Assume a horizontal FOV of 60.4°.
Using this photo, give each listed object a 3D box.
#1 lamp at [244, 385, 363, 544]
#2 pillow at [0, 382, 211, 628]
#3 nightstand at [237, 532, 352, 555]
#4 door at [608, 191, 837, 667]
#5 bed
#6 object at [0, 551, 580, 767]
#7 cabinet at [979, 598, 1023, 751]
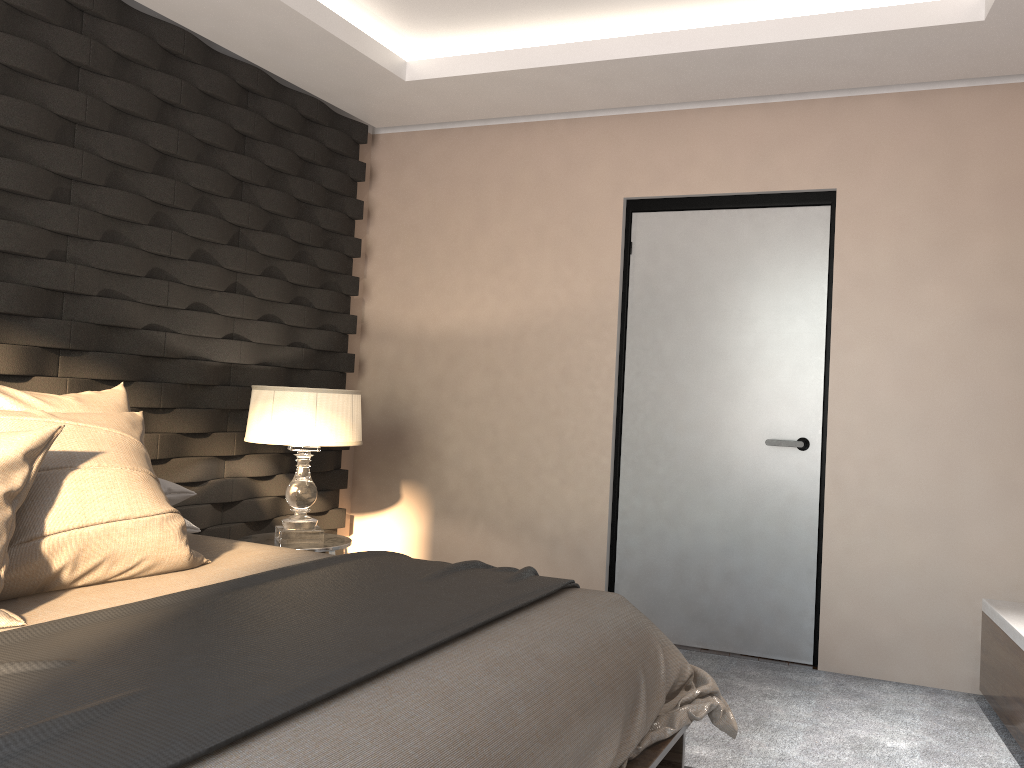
[{"bbox_3d":[-0.866,0.332,3.647,0.479,0.631,0.452,3,-2,-14],"label":"lamp"},{"bbox_3d":[-1.196,0.203,2.085,0.864,0.519,1.308,2,-1,26],"label":"pillow"},{"bbox_3d":[-0.913,0.880,3.626,0.650,0.472,0.592,4,-2,-28],"label":"nightstand"},{"bbox_3d":[0.960,0.171,4.074,0.962,2.094,0.160,2,-2,22],"label":"door"},{"bbox_3d":[-0.855,0.776,1.966,2.207,0.624,2.378,2,-1,24],"label":"bed"},{"bbox_3d":[-0.439,0.615,1.812,0.595,0.322,2.129,2,-1,25],"label":"object"},{"bbox_3d":[1.429,0.986,1.282,0.439,0.370,4.678,2,-1,17],"label":"cabinet"}]
